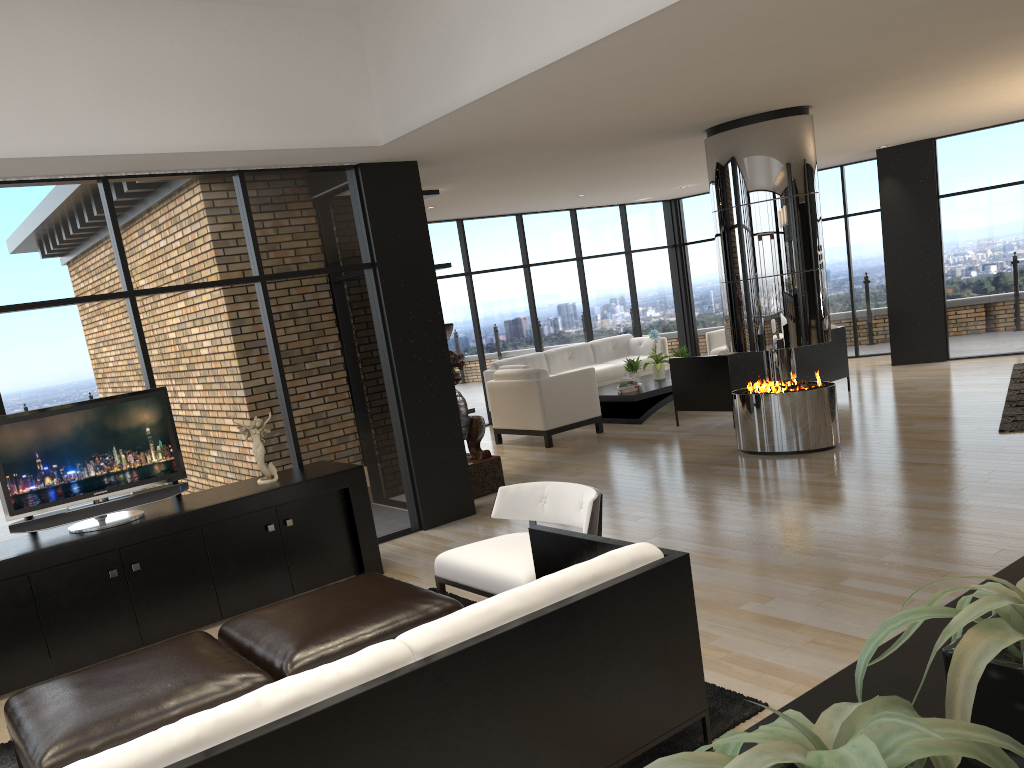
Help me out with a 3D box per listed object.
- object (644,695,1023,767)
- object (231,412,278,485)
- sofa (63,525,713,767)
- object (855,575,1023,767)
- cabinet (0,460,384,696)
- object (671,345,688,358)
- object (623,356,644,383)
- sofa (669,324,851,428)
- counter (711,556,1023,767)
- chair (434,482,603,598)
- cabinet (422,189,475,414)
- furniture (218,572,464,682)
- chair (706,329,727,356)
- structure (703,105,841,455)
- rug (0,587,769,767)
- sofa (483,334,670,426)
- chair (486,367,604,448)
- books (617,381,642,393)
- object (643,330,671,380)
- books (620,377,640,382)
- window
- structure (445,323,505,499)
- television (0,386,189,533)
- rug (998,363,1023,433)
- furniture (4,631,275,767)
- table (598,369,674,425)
[{"bbox_3d":[0.225,0.369,0.714,0.405,0.243,0.393,-10,7,-11],"label":"object"},{"bbox_3d":[-1.584,0.403,5.560,0.254,0.466,0.105,-15,12,-34],"label":"object"},{"bbox_3d":[-0.418,1.083,2.714,2.008,0.816,0.836,-13,9,-35],"label":"sofa"},{"bbox_3d":[0.524,0.312,0.930,0.405,0.220,0.393,-10,7,-11],"label":"object"},{"bbox_3d":[-2.286,1.169,5.154,3.004,0.752,0.619,-13,9,-35],"label":"cabinet"},{"bbox_3d":[2.172,-0.318,11.340,0.285,0.375,0.211,-3,11,32],"label":"object"},{"bbox_3d":[1.495,-0.164,10.874,0.285,0.375,0.211,-6,10,18],"label":"object"},{"bbox_3d":[2.766,-0.123,9.798,2.008,0.816,0.836,-13,9,-35],"label":"sofa"},{"bbox_3d":[0.707,0.434,0.695,3.079,0.032,1.177,-13,7,-35],"label":"counter"},{"bbox_3d":[0.103,0.898,4.424,0.676,0.685,0.803,-15,10,-35],"label":"chair"},{"bbox_3d":[-1.705,-0.367,9.335,1.172,2.783,2.654,-16,11,-34],"label":"cabinet"},{"bbox_3d":[-0.730,1.183,3.866,0.818,0.490,0.826,-14,9,-35],"label":"furniture"},{"bbox_3d":[3.345,-0.478,12.183,0.845,0.869,0.999,-15,10,-35],"label":"chair"},{"bbox_3d":[2.192,-0.794,7.427,0.892,2.785,0.577,0,14,41],"label":"structure"},{"bbox_3d":[-0.971,1.501,3.500,2.999,0.012,2.475,-13,7,-34],"label":"rug"},{"bbox_3d":[0.969,-0.109,12.248,2.664,0.868,0.852,-13,9,-35],"label":"sofa"},{"bbox_3d":[0.370,0.202,10.070,0.845,0.869,0.999,-15,10,-35],"label":"chair"},{"bbox_3d":[1.385,0.022,10.418,0.308,0.128,0.220,-9,7,3],"label":"books"},{"bbox_3d":[1.830,-0.373,11.063,0.354,0.641,0.366,-12,10,-16],"label":"object"},{"bbox_3d":[1.390,-0.055,10.398,0.185,0.027,0.152,-3,8,45],"label":"books"},{"bbox_3d":[0.614,-1.466,6.032,10.139,4.857,15.652,-3,8,41],"label":"window"},{"bbox_3d":[-0.590,0.201,7.813,0.511,1.618,0.728,-16,12,-35],"label":"structure"},{"bbox_3d":[-2.388,0.450,5.036,0.928,0.722,0.404,-11,10,-17],"label":"television"},{"bbox_3d":[5.978,-0.030,7.865,2.724,0.011,3.661,-5,7,32],"label":"rug"},{"bbox_3d":[-1.404,1.337,3.386,0.818,0.490,0.826,-14,9,-35],"label":"furniture"},{"bbox_3d":[1.843,0.125,11.118,2.008,0.357,1.261,-13,7,-35],"label":"table"}]
